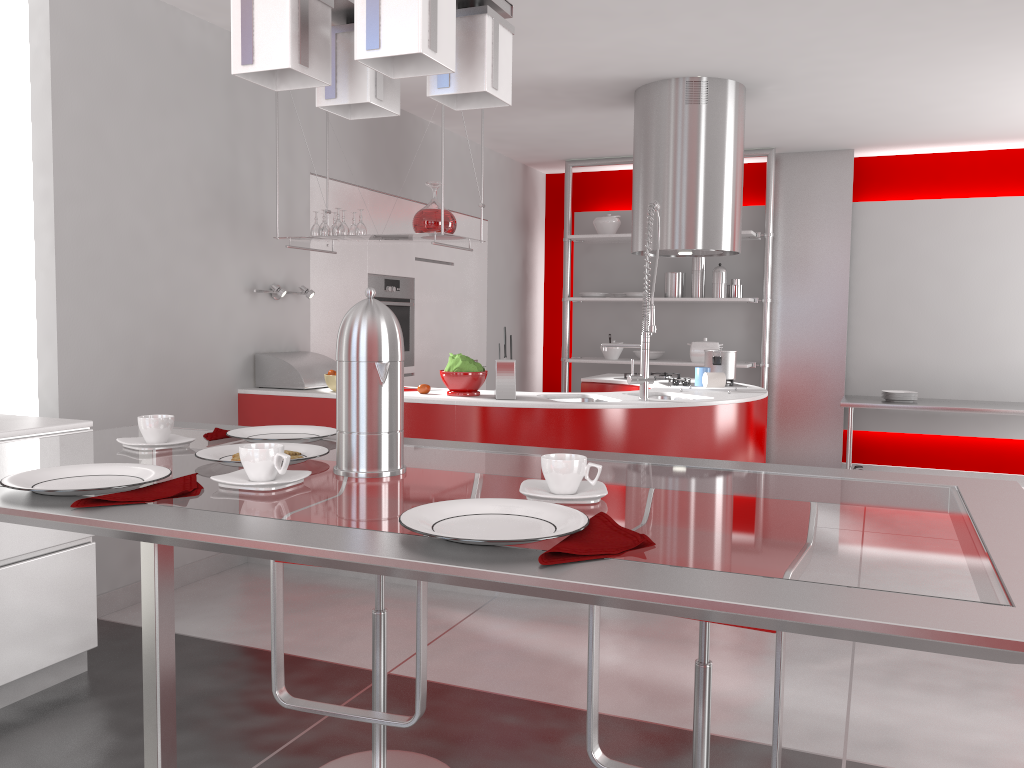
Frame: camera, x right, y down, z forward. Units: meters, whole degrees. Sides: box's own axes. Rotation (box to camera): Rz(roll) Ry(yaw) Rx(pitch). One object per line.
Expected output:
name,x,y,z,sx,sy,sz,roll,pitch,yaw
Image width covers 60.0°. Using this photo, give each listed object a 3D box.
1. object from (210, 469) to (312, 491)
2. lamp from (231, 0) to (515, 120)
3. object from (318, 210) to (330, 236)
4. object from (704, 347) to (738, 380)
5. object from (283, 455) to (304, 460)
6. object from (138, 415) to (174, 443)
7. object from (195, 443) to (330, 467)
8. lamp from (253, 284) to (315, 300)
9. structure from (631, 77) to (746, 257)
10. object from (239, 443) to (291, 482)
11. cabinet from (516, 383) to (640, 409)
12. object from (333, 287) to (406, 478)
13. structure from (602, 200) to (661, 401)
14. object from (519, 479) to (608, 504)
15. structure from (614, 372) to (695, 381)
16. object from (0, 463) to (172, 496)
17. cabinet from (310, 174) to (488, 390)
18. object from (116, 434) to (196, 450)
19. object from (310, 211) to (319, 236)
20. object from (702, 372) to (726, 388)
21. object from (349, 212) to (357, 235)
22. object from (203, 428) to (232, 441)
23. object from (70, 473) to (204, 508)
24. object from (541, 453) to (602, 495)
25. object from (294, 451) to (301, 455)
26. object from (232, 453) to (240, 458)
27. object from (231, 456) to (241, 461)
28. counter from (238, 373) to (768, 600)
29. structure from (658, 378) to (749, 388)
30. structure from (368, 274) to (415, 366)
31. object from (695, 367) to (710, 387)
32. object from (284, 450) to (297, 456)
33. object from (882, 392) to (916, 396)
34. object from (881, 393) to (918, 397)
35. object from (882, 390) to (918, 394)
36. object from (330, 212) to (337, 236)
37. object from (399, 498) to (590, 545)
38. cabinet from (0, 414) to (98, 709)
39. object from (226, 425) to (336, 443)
object,-0.358,0.137,1.271,0.119,0.016,0.119,2,4,20
lamp,-0.189,-0.945,1.278,0.304,1.025,0.304,2,4,22
object,-0.930,-0.789,4.391,0.060,0.141,0.060,1,4,-1
object,1.196,-0.120,5.092,0.189,0.185,0.218,0,4,-15
object,-0.369,0.123,1.477,0.034,0.006,0.036,5,6,44
object,-0.658,0.084,1.626,0.078,0.049,0.062,2,4,22
object,-0.416,0.120,1.483,0.217,0.015,0.217,-2,5,-30
lamp,-1.166,-0.477,4.612,0.155,0.081,0.454,2,4,22
structure,1.044,-1.253,5.277,0.644,0.958,0.644,0,4,-11
object,-0.354,0.114,1.262,0.062,0.049,0.078,-1,5,-27
cabinet,-0.076,0.418,4.868,1.875,0.761,1.025,-1,4,-22
object,-0.235,-0.007,1.386,0.149,0.287,0.113,3,5,30
structure,0.590,-0.387,4.086,0.308,0.920,0.178,-1,5,-24
object,0.070,0.147,1.206,0.119,0.016,0.119,1,4,3
structure,0.904,-0.049,5.596,0.457,0.037,0.303,-2,5,-37
object,-0.592,0.135,1.241,0.217,0.015,0.217,1,4,-2
cabinet,-0.945,-0.229,6.171,0.614,2.026,2.398,2,4,22
object,-0.651,0.108,1.625,0.119,0.016,0.119,4,6,42
object,-0.986,-0.796,4.468,0.060,0.141,0.060,2,4,22
object,1.055,-0.022,4.650,0.100,0.080,0.109,0,4,-8
object,-0.798,-0.794,4.475,0.060,0.141,0.060,2,4,22
object,-0.573,0.097,1.801,0.095,0.012,0.234,2,4,23
object,-0.465,0.143,1.186,0.095,0.012,0.234,2,4,21
object,0.076,0.124,1.199,0.062,0.049,0.078,-3,6,-45
object,-0.384,0.120,1.520,0.036,0.006,0.034,2,4,22
object,-0.451,0.120,1.500,0.036,0.006,0.034,1,4,6
object,-0.441,0.123,1.459,0.036,0.006,0.034,1,4,2
counter,0.156,0.463,4.728,2.865,0.880,1.868,-2,5,-34
structure,1.095,-0.011,5.098,0.457,0.037,0.303,1,4,-3
structure,-0.765,-0.402,5.760,0.050,0.589,0.599,2,4,22
object,1.022,-0.040,4.775,0.080,0.100,0.109,0,4,-4
object,-0.383,0.116,1.489,0.034,0.006,0.036,-3,6,-44
object,2.846,0.076,6.517,0.228,0.020,0.228,1,4,4
object,2.846,0.086,6.518,0.228,0.020,0.228,1,4,4
object,2.846,0.066,6.516,0.228,0.020,0.228,1,4,4
object,-0.897,-0.796,4.489,0.060,0.141,0.060,2,4,22
object,-0.020,0.159,1.012,0.217,0.015,0.217,-3,6,-43
cabinet,-2.057,0.607,2.331,0.610,0.880,1.802,2,4,22
object,-0.449,0.101,1.743,0.217,0.015,0.217,-2,5,-31
